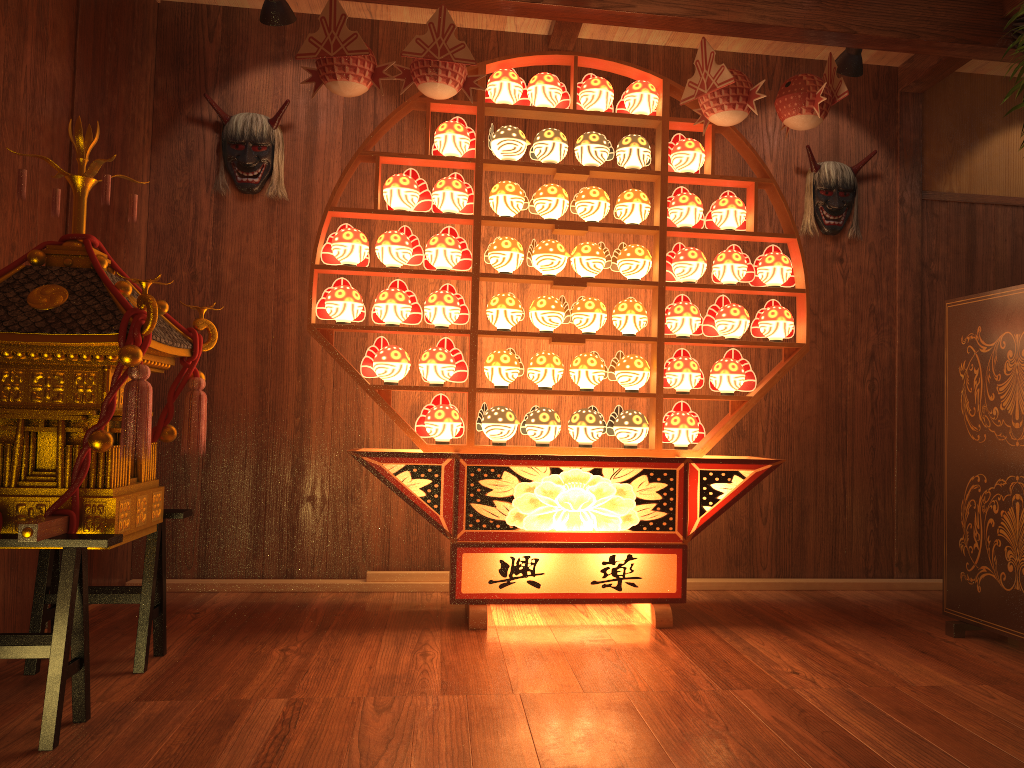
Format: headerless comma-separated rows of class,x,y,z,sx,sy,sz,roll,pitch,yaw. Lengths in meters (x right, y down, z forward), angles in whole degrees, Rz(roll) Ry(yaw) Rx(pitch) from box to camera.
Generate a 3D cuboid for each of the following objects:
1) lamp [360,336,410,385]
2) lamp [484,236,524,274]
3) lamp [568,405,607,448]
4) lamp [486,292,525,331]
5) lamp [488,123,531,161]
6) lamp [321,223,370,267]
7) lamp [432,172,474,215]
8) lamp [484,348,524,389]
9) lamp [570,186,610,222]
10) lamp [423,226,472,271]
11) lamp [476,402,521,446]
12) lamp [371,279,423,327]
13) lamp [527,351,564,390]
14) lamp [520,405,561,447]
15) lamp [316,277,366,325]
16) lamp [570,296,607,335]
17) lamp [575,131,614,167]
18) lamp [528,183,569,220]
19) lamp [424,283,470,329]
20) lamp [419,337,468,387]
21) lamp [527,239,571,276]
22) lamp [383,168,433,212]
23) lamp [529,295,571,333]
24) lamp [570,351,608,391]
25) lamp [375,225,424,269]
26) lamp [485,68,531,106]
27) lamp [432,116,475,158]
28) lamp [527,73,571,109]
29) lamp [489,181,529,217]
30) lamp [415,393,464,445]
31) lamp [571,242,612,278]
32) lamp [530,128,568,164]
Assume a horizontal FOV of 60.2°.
lamp,-0.452,-0.090,3.368,0.151,0.194,0.192,-1,-4,44
lamp,-0.020,-0.504,3.440,0.143,0.167,0.152,3,-3,-26
lamp,0.286,0.165,3.464,0.136,0.167,0.161,0,-3,24
lamp,-0.032,-0.284,3.433,0.137,0.167,0.159,1,-3,14
lamp,-0.003,-0.944,3.476,0.155,0.167,0.140,1,-3,9
lamp,-0.612,-0.533,3.358,0.195,0.187,0.152,3,-3,-27
lamp,-0.240,-0.745,3.420,0.187,0.195,0.158,1,-3,8
lamp,-0.043,-0.064,3.425,0.136,0.167,0.161,0,-3,24
lamp,0.324,-0.714,3.503,0.143,0.167,0.152,3,-3,-26
lamp,-0.265,-0.528,3.408,0.198,0.200,0.158,1,-3,8
lamp,-0.039,0.155,3.418,0.153,0.167,0.143,0,-3,24
lamp,-0.455,-0.314,3.370,0.200,0.200,0.157,1,-3,3
lamp,0.132,-0.056,3.446,0.140,0.161,0.155,2,-3,-6
lamp,0.125,0.163,3.438,0.143,0.161,0.152,3,-3,-26
lamp,-0.634,-0.318,3.345,0.194,0.195,0.153,3,-3,-22
lamp,0.308,-0.274,3.482,0.143,0.167,0.153,3,-3,-21
lamp,0.314,-0.934,3.516,0.135,0.167,0.162,0,-3,34
lamp,0.158,-0.716,3.479,0.143,0.161,0.152,3,-3,-26
lamp,-0.270,-0.305,3.398,0.181,0.192,0.158,1,-3,8
lamp,-0.290,-0.089,3.385,0.196,0.200,0.160,1,-3,18
lamp,0.157,-0.495,3.475,0.153,0.161,0.143,0,-3,24
lamp,-0.428,-0.754,3.396,0.196,0.200,0.160,1,-3,18
lamp,0.129,-0.276,3.464,0.162,0.161,0.135,3,-3,-31
lamp,0.293,-0.054,3.474,0.136,0.167,0.161,0,-3,24
lamp,-0.456,-0.530,3.383,0.176,0.191,0.161,0,-3,23
lamp,-0.028,-1.182,3.469,0.200,0.200,0.157,1,-3,3
lamp,-0.233,-0.968,3.431,0.198,0.200,0.158,1,-3,8
lamp,0.124,-1.166,3.496,0.165,0.179,0.161,0,-3,24
lamp,-0.024,-0.725,3.455,0.136,0.167,0.161,0,-3,24
lamp,-0.261,0.133,3.384,0.198,0.197,0.154,2,-3,-17
lamp,0.296,-0.494,3.501,0.162,0.167,0.134,4,-3,-41
lamp,0.154,-0.936,3.486,0.142,0.161,0.154,2,-3,-16
